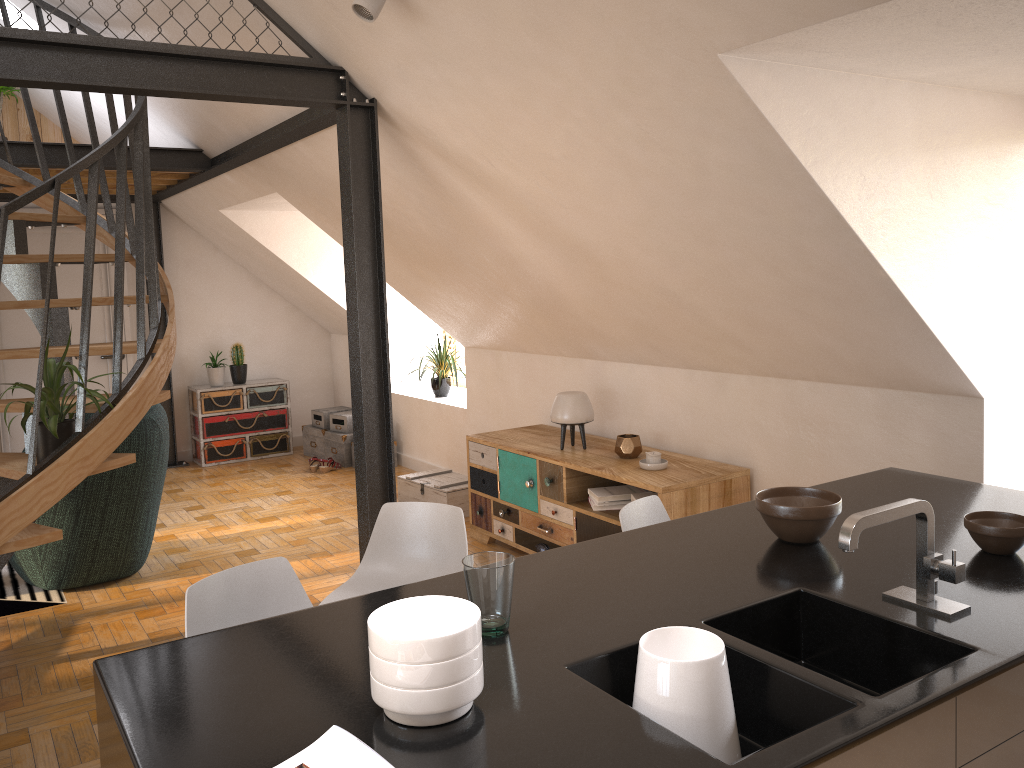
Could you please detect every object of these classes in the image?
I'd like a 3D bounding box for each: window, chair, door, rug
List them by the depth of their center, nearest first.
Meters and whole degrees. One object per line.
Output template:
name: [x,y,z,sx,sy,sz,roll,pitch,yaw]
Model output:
chair: [-1.226,0.205,0.689,4.026,2.676,3.497,-6,7,-31]
chair: [-0.555,0.922,2.221,0.430,0.863,0.405,2,7,38]
window: [-2.161,-0.848,2.492,8.646,4.450,7.801,-6,8,-32]
chair: [0.566,0.816,2.732,0.430,0.863,0.405,1,6,31]
chair: [-0.348,0.848,2.763,0.404,0.868,0.431,0,6,25]
rug: [-4.225,1.236,4.356,3.507,0.010,1.704,-7,8,-32]
chair: [-2.413,0.602,5.019,0.898,0.961,0.903,3,8,43]
door: [-3.856,-0.326,7.487,1.202,2.292,0.088,-5,6,-32]

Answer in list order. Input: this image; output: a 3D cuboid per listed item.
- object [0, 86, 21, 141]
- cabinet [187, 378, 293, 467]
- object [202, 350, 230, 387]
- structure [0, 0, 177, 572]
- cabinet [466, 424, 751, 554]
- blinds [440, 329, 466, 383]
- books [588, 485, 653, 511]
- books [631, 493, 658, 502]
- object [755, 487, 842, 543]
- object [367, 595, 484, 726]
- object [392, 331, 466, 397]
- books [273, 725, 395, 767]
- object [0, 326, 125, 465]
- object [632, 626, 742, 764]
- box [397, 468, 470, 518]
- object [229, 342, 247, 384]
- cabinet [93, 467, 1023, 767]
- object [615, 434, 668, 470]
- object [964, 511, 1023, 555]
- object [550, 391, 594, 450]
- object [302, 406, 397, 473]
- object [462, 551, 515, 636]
object: [-4.048,-2.103,6.728,0.733,1.044,0.792,-2,6,7]
cabinet: [-2.499,0.340,8.187,0.835,0.693,0.380,-6,6,-32]
object: [-2.676,-0.143,7.987,0.234,0.328,0.214,-5,6,-27]
structure: [-2.471,-0.697,4.140,1.629,3.804,2.255,-4,6,-17]
cabinet: [0.427,0.676,4.843,0.597,0.631,1.762,-6,8,-32]
blinds: [-0.290,-0.731,7.446,0.070,1.479,1.433,-5,7,-32]
books: [0.546,0.578,4.507,0.306,0.073,0.212,-3,7,-8]
books: [0.683,0.595,4.207,0.221,0.100,0.279,-2,7,4]
object: [0.715,0.333,2.215,0.206,0.106,0.207,1,7,26]
object: [-0.137,0.444,1.424,0.181,0.146,0.181,-6,7,-35]
object: [-0.572,-0.191,7.333,1.018,0.582,0.925,-4,7,-14]
books: [-0.221,0.538,1.127,0.282,0.044,0.223,4,9,40]
object: [-1.971,0.037,3.751,0.458,0.589,0.529,3,8,45]
object: [0.284,0.542,1.473,0.190,0.231,0.191,0,6,20]
box: [-0.486,0.755,6.165,0.377,0.217,0.643,-7,8,-37]
object: [-2.513,-0.201,8.117,0.169,0.400,0.169,0,5,19]
cabinet: [0.524,0.784,1.912,2.441,1.131,1.002,-6,7,-32]
object: [0.645,0.340,4.467,0.148,0.113,0.427,-4,7,-17]
object: [1.135,0.352,2.067,0.145,0.075,0.146,1,7,26]
object: [0.332,0.202,4.874,0.241,0.312,0.241,-4,6,-22]
object: [-1.563,0.479,7.872,0.698,0.427,1.158,-6,8,-32]
object: [-0.043,0.408,1.713,0.104,0.140,0.104,-7,7,-42]
